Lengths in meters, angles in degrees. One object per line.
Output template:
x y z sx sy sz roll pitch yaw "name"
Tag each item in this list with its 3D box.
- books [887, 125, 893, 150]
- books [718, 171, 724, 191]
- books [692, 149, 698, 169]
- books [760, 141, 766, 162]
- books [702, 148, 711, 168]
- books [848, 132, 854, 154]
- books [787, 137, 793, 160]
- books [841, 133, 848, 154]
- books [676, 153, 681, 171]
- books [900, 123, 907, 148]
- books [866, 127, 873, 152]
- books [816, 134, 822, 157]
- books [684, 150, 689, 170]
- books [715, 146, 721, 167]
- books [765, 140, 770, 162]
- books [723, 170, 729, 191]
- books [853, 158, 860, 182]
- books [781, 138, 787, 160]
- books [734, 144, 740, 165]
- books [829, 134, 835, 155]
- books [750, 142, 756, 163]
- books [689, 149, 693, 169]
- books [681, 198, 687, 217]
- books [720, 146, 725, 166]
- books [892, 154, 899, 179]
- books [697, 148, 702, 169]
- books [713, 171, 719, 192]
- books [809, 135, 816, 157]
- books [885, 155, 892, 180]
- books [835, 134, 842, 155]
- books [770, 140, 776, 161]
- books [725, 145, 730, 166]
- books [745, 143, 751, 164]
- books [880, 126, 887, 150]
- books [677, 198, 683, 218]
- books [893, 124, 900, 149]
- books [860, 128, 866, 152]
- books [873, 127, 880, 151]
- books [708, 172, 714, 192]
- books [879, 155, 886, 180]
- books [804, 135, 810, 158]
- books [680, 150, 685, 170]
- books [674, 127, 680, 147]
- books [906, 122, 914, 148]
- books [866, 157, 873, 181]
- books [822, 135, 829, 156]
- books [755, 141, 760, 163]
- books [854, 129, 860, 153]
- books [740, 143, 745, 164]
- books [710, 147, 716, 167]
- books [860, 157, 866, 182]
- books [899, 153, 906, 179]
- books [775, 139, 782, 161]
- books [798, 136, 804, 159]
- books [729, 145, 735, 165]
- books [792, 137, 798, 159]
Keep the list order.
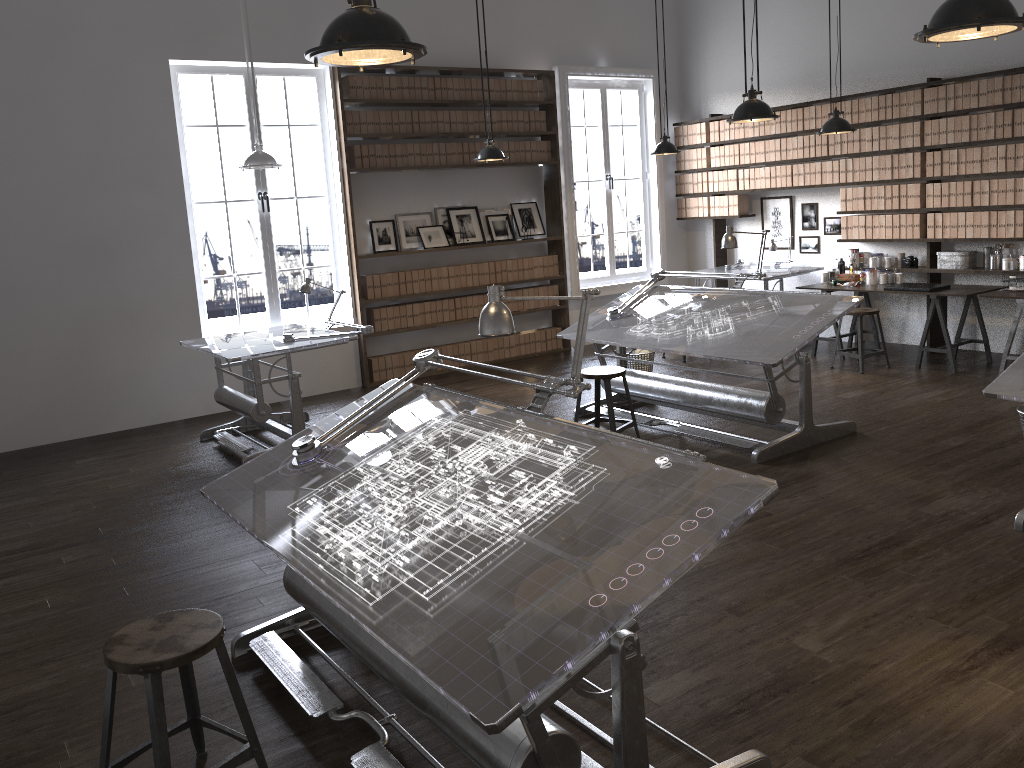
3.547 -2.280 8.194 0.175 0.224 0.067 -10 11 -33 "books"
2.402 -2.279 9.935 0.175 0.224 0.067 -10 11 -33 "books"
2.166 -2.594 10.199 0.175 0.224 0.067 -10 11 -33 "books"
2.716 -2.465 9.397 0.175 0.224 0.067 -10 11 -33 "books"
2.249 -2.577 10.089 0.175 0.224 0.067 -10 11 -33 "books"
3.316 -2.332 8.530 0.175 0.224 0.067 -10 11 -33 "books"
2.914 -2.422 9.119 0.175 0.224 0.067 -10 11 -33 "books"
3.276 -2.341 8.589 0.175 0.224 0.067 -10 11 -33 "books"
2.017 -2.629 10.426 0.175 0.224 0.067 -10 11 -33 "books"
3.622 -2.262 8.080 0.175 0.224 0.067 -10 11 -33 "books"
3.424 -2.306 8.366 0.175 0.224 0.067 -10 11 -33 "books"
3.112 -2.378 8.828 0.175 0.224 0.067 -10 11 -33 "books"
2.096 -2.611 10.308 0.175 0.224 0.067 -10 11 -33 "books"
2.361 -2.544 9.916 0.175 0.224 0.067 -10 11 -33 "books"
2.757 -2.457 9.345 0.175 0.224 0.067 -10 11 -33 "books"
2.440 -2.270 9.876 0.175 0.224 0.067 -10 11 -33 "books"
3.366 -2.062 8.524 0.175 0.224 0.067 -10 11 -33 "books"
2.873 -2.431 9.176 0.175 0.224 0.067 -10 11 -33 "books"
2.517 -2.510 9.690 0.175 0.224 0.067 -10 11 -33 "books"
3.196 -2.359 8.706 0.175 0.224 0.067 -10 11 -33 "books"
2.643 -2.483 9.514 0.175 0.224 0.067 -10 11 -33 "books"
2.133 -2.603 10.257 0.175 0.224 0.067 -10 11 -33 "books"
2.086 -2.081 10.454 0.175 0.224 0.067 -10 11 -33 "books"
2.402 -2.535 9.856 0.175 0.224 0.067 -10 11 -33 "books"
3.596 -2.010 8.187 0.175 0.224 0.067 -10 11 -33 "books"
2.209 -2.586 10.147 0.175 0.224 0.067 -10 11 -33 "books"
2.360 -2.288 9.990 0.175 0.224 0.067 -10 11 -33 "books"
3.068 -2.387 8.889 0.175 0.224 0.067 -10 11 -33 "books"
3.553 -2.018 8.239 0.175 0.224 0.067 -10 11 -33 "books"
3.232 -2.349 8.645 0.175 0.224 0.067 -10 11 -33 "books"
2.791 -2.449 9.292 0.175 0.224 0.067 -10 11 -33 "books"
2.441 -2.528 9.806 0.175 0.224 0.067 -10 11 -33 "books"
2.600 -2.491 9.570 0.175 0.224 0.067 -10 11 -33 "books"
3.506 -2.289 8.250 0.175 0.224 0.067 -10 11 -33 "books"
2.048 -2.092 10.519 0.175 0.224 0.067 -10 11 -33 "books"
3.580 -2.270 8.133 0.175 0.224 0.067 -10 11 -33 "books"
3.390 -2.315 8.419 0.175 0.224 0.067 -10 11 -33 "books"
3.463 -2.297 8.306 0.175 0.224 0.067 -10 11 -33 "books"
2.316 -2.296 10.047 0.175 0.224 0.067 -10 11 -33 "books"
3.519 -2.027 8.296 0.175 0.224 0.067 -10 11 -33 "books"
3.029 -2.394 8.939 0.175 0.224 0.067 -10 11 -33 "books"
2.054 -2.620 10.366 0.175 0.224 0.067 -10 11 -33 "books"
1.989 -2.901 10.390 0.175 0.224 0.067 -10 11 -33 "books"
3.656 -2.254 8.028 0.175 0.224 0.067 -10 11 -33 "books"
3.440 -2.044 8.406 0.175 0.224 0.067 -10 11 -33 "books"
3.150 -2.367 8.764 0.175 0.224 0.067 -10 11 -33 "books"
2.683 -2.474 9.456 0.175 0.224 0.067 -10 11 -33 "books"
3.349 -2.322 8.472 0.175 0.224 0.067 -10 11 -33 "books"
2.564 -2.501 9.631 0.175 0.224 0.067 -10 11 -33 "books"
2.323 -2.554 9.977 0.175 0.224 0.067 -10 11 -33 "books"
3.404 -2.053 8.466 0.175 0.224 0.067 -10 11 -33 "books"
3.636 -2.001 8.128 0.175 0.224 0.067 -10 11 -33 "books"
2.830 -2.439 9.231 0.175 0.224 0.067 -10 11 -33 "books"
2.988 -2.403 8.998 0.175 0.224 0.067 -10 11 -33 "books"
2.480 -2.520 9.754 0.175 0.224 0.067 -10 11 -33 "books"
2.950 -2.413 9.060 0.175 0.224 0.067 -10 11 -33 "books"
